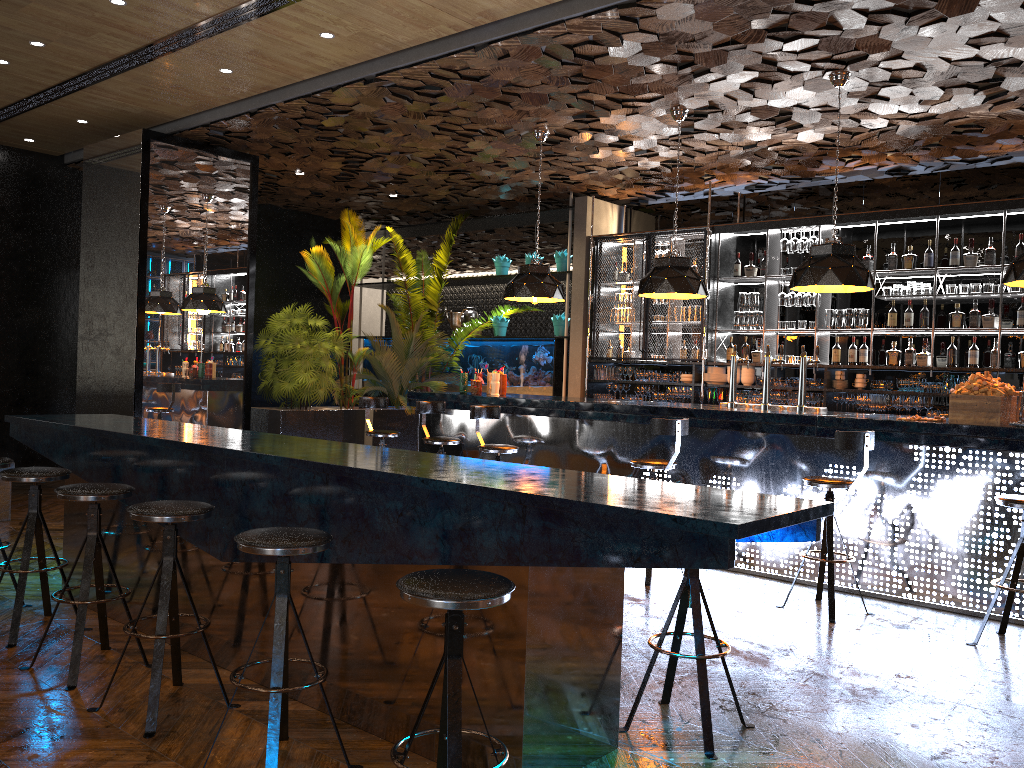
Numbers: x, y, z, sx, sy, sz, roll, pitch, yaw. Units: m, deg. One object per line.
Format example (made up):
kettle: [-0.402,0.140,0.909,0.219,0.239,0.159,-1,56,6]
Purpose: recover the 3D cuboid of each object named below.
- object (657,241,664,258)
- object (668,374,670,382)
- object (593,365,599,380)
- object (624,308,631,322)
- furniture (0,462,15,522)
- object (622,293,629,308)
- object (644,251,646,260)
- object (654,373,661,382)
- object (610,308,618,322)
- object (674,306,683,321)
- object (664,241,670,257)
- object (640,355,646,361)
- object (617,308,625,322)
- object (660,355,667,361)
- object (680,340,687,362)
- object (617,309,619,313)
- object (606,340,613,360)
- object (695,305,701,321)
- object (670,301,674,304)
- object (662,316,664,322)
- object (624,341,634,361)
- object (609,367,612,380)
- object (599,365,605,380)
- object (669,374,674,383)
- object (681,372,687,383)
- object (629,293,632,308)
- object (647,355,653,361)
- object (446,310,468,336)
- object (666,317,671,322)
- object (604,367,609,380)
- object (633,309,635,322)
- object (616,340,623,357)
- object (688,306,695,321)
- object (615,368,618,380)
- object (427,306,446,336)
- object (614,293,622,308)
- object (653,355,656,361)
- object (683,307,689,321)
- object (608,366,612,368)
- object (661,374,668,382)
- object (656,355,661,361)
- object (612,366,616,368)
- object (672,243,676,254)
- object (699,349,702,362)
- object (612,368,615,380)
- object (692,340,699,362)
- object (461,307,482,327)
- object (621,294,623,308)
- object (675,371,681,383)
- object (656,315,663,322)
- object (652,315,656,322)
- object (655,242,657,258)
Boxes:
object: [1.740,-1.559,10.395,0.081,0.213,0.081,1,1,-44]
object: [1.785,-0.068,10.248,0.078,0.099,0.078,2,1,8]
object: [1.024,-0.141,10.806,0.067,0.174,0.067,1,1,-41]
object: [1.404,-0.832,10.748,0.092,0.182,0.092,3,1,36]
furniture: [-7.082,0.489,5.217,1.802,1.137,7.087,3,1,40]
object: [1.382,-1.016,10.793,0.092,0.182,0.092,3,1,36]
object: [1.601,-1.565,10.513,0.081,0.213,0.081,1,1,-44]
object: [1.680,-0.073,10.227,0.078,0.103,0.078,2,1,-7]
object: [1.256,-0.839,10.889,0.092,0.182,0.092,3,1,36]
object: [1.924,-0.808,10.257,0.092,0.182,0.092,3,1,36]
object: [1.809,-1.556,10.336,0.081,0.213,0.081,1,1,-44]
object: [1.558,-0.309,10.561,0.077,0.080,0.077,2,1,-10]
object: [1.335,-0.836,10.822,0.092,0.182,0.092,3,1,36]
object: [1.778,-0.299,10.397,0.077,0.080,0.077,2,1,29]
object: [1.990,-0.380,10.271,0.075,0.261,0.075,2,1,-1]
object: [1.315,-0.838,10.973,0.092,0.182,0.092,3,1,36]
object: [1.203,-0.416,10.943,0.075,0.261,0.075,2,1,-1]
object: [2.124,-0.799,10.090,0.092,0.182,0.092,3,1,36]
object: [1.884,-1.054,10.452,0.081,0.213,0.081,1,1,-44]
object: [1.772,-0.766,10.540,0.077,0.080,0.077,2,1,5]
object: [1.423,-0.397,10.733,0.108,0.244,0.108,2,1,-36]
object: [1.183,-0.123,10.738,0.058,0.152,0.051,3,1,44]
object: [1.092,-0.138,10.763,0.067,0.174,0.067,2,1,-10]
object: [1.846,-0.066,10.318,0.078,0.099,0.078,2,1,8]
object: [1.991,-0.077,10.307,0.074,0.131,0.074,2,1,-37]
object: [1.431,-1.015,10.856,0.092,0.182,0.092,3,1,36]
object: [1.630,-0.305,10.484,0.077,0.080,0.077,2,1,26]
object: [-0.793,-0.866,12.754,0.232,0.398,0.378,2,1,-19]
object: [1.856,-0.762,10.477,0.077,0.080,0.077,3,1,36]
object: [1.142,-0.124,10.695,0.058,0.152,0.051,1,1,-45]
object: [1.459,-0.831,10.830,0.092,0.182,0.092,3,1,36]
object: [1.312,-0.411,10.814,0.075,0.260,0.075,2,1,-16]
object: [2.066,-0.802,10.167,0.092,0.182,0.092,3,1,36]
object: [1.267,-0.121,10.824,0.058,0.152,0.051,2,1,-23]
object: [-1.158,-0.916,13.064,0.250,0.472,0.458,2,1,-23]
object: [1.300,-1.020,10.853,0.092,0.182,0.092,3,1,36]
object: [1.705,-0.304,10.629,0.077,0.080,0.077,2,1,-10]
object: [2.031,-0.805,10.298,0.092,0.182,0.092,3,1,36]
object: [1.193,-0.136,10.896,0.067,0.174,0.067,2,1,1]
object: [1.751,-0.068,10.158,0.078,0.099,0.078,2,1,8]
object: [1.744,-0.301,10.499,0.077,0.080,0.077,2,1,6]
object: [1.249,-0.135,10.962,0.067,0.174,0.067,2,1,-10]
object: [1.902,-1.554,10.446,0.081,0.213,0.081,1,1,-44]
object: [2.174,-0.372,10.116,0.075,0.260,0.075,2,1,-1]
object: [1.226,-0.122,10.781,0.058,0.152,0.051,2,1,2]
object: [2.109,-0.376,10.199,0.075,0.260,0.075,2,1,-1]
object: [-0.579,-0.933,12.452,0.290,0.292,0.278,2,1,-13]
object: [1.360,-1.018,10.931,0.092,0.182,0.092,3,1,36]
object: [1.899,-0.079,10.153,0.074,0.131,0.074,2,1,-37]
object: [1.722,-0.766,10.384,0.077,0.080,0.077,3,1,36]
object: [1.662,-0.769,10.506,0.077,0.080,0.077,2,1,19]
object: [1.674,-1.562,10.451,0.081,0.213,0.081,1,1,-44]
